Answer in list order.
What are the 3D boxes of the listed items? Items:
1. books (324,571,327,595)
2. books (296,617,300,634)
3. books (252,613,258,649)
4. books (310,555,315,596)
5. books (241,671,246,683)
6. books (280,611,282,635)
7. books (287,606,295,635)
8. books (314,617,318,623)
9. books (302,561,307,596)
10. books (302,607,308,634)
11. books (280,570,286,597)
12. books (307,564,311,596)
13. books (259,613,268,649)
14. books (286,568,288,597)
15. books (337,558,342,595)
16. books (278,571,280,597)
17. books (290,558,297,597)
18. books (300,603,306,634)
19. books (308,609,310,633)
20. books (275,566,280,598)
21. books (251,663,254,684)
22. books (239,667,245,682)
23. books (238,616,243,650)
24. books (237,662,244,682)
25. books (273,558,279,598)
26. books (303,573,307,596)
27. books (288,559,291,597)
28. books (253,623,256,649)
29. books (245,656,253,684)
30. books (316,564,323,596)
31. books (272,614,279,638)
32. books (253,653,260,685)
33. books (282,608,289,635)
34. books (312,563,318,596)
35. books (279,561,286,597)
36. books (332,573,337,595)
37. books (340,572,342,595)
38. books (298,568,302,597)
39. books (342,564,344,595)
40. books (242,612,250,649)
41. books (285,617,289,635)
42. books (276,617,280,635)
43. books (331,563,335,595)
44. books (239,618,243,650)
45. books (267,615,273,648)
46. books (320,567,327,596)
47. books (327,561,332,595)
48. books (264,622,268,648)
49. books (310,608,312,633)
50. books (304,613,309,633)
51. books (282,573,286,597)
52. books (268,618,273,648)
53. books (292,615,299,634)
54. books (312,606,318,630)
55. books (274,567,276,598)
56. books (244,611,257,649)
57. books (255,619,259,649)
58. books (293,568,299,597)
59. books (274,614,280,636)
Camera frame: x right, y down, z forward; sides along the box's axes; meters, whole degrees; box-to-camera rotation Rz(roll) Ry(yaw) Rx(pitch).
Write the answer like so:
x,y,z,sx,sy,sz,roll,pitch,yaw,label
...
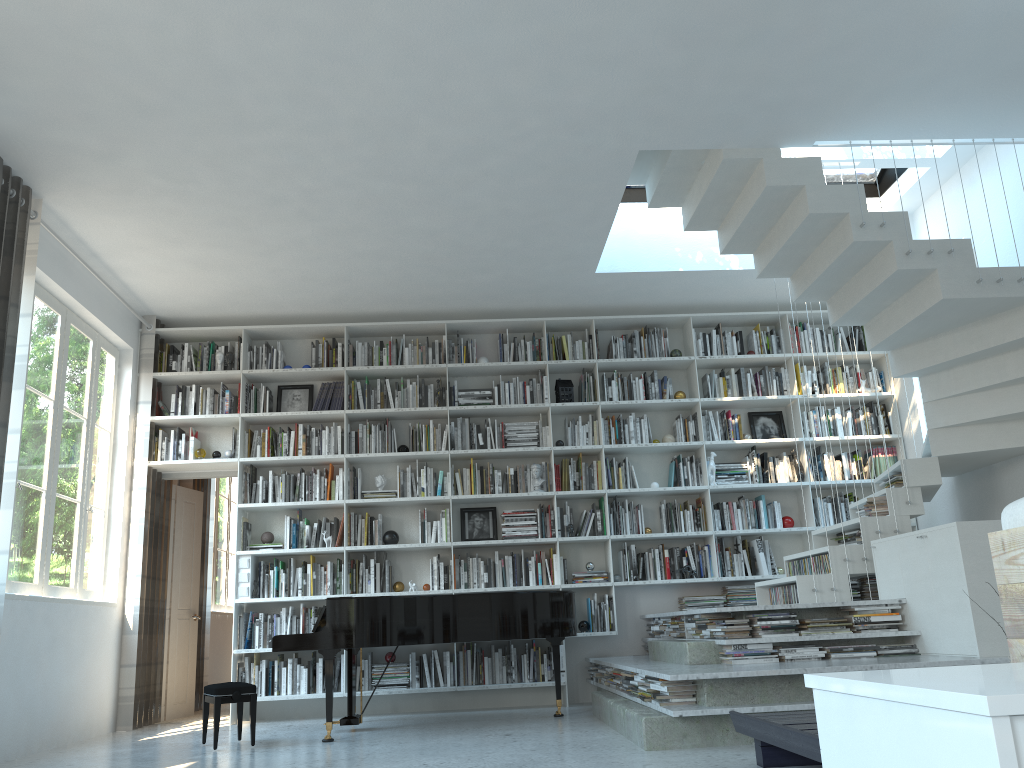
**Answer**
x,y,z,sx,sy,sz,roll,pitch,yaw,label
-1.478,1.597,7.072,0.023,0.193,0.140,-2,-15,-3,books
-1.672,1.947,6.966,0.028,0.224,0.134,-2,-15,-3,books
-2.014,1.935,6.953,0.010,0.273,0.150,-2,-15,-3,books
-1.583,1.534,7.068,0.021,0.322,0.172,-2,-15,-3,books
-2.053,2.307,6.825,0.029,0.190,0.177,-2,-15,-3,books
-1.802,1.930,6.972,0.013,0.273,0.146,-2,-15,-3,books
-1.737,1.905,6.956,0.039,0.306,0.173,-2,-15,-3,books
-1.513,1.944,6.967,0.059,0.215,0.178,-2,-15,-3,books
-1.652,1.556,7.060,0.014,0.281,0.150,-2,-15,-3,books
-1.626,1.908,6.965,0.012,0.294,0.177,-2,-15,-3,books
-1.809,1.590,7.035,0.015,0.218,0.190,-2,-15,-3,books
-1.603,1.569,7.061,0.026,0.253,0.177,-2,-15,-3,books
-1.947,1.932,6.941,0.029,0.265,0.172,-2,-15,-3,books
-1.779,1.591,7.067,0.016,0.230,0.136,-2,-15,-3,books
-1.375,1.543,7.068,0.014,0.285,0.180,-2,-15,-3,books
-1.841,1.601,7.057,0.016,0.210,0.146,-2,-15,-3,books
-1.737,1.547,7.058,0.012,0.305,0.190,-2,-15,-3,books
-1.639,1.892,6.960,0.014,0.324,0.171,-2,-15,-3,books
-1.586,1.918,6.986,0.013,0.283,0.139,-2,-15,-3,books
-1.853,1.577,7.030,0.009,0.244,0.185,-2,-15,-3,books
-1.992,2.284,6.857,0.024,0.246,0.143,-2,-15,-3,books
-2.081,2.303,6.852,0.023,0.215,0.159,-2,-15,-3,books
-2.116,1.948,6.945,0.012,0.253,0.161,-2,-15,-3,books
-2.099,2.285,6.856,0.012,0.253,0.161,-2,-15,-3,books
-1.877,1.548,7.053,0.006,0.314,0.146,-2,-15,-3,books
-1.628,1.602,7.040,0.029,0.181,0.190,-2,-15,-3,books
-1.752,1.548,7.045,0.019,0.299,0.180,-2,-15,-3,books
-1.995,1.971,6.945,0.024,0.197,0.148,-2,-15,-3,books
-2.027,2.260,6.854,0.044,0.293,0.182,-2,-15,-3,books
-1.529,1.567,7.059,0.028,0.248,0.159,-2,-15,-3,books
-1.851,1.932,6.940,0.013,0.256,0.190,-2,-15,-3,books
-1.976,2.248,6.864,0.011,0.317,0.158,-2,-15,-3,books
-1.782,1.915,6.969,0.027,0.298,0.142,-2,-15,-3,books
-1.557,1.561,7.054,0.028,0.260,0.181,-2,-15,-3,books
-1.821,1.556,7.037,0.007,0.285,0.182,-2,-15,-3,books
-1.401,1.599,7.071,0.041,0.181,0.142,-2,-15,-3,books
-1.356,1.599,7.088,0.023,0.186,0.130,-2,-15,-3,books
-1.672,1.582,7.053,0.027,0.229,0.159,-2,-15,-3,books
-1.339,1.566,7.070,0.010,0.239,0.175,-2,-15,-3,books
-2.075,1.928,6.922,0.011,0.276,0.190,-2,-15,-3,books
-1.761,1.947,6.964,0.012,0.232,0.149,-2,-15,-3,books
-1.820,1.947,6.947,0.028,0.228,0.158,-2,-15,-3,books
-1.430,1.563,7.080,0.013,0.259,0.143,-2,-15,-3,books
-2.094,1.951,6.931,0.029,0.238,0.155,-2,-15,-3,books
-1.897,1.946,6.967,0.022,0.247,0.134,-2,-15,-3,books
-1.503,1.580,7.072,0.025,0.228,0.153,-2,-15,-3,books
-1.446,1.555,7.062,0.021,0.264,0.186,-2,-15,-3,books
-1.919,1.969,6.955,0.025,0.199,0.137,-2,-15,-3,books
-1.568,1.911,6.976,0.022,0.290,0.138,-2,-15,-3,books
-1.606,1.932,6.979,0.029,0.254,0.153,-2,-15,-3,books
-1.792,1.602,7.028,0.016,0.188,0.184,-2,-15,-3,books
-1.870,1.948,6.932,0.028,0.222,0.189,-2,-15,-3,books
-1.702,1.943,6.970,0.031,0.238,0.132,-2,-15,-3,books
-1.551,1.904,6.974,0.013,0.300,0.173,-2,-15,-3,books
-1.865,1.582,7.042,0.014,0.242,0.171,-2,-15,-3,books
-2.044,1.926,6.933,0.052,0.282,0.173,-2,-15,-3,books
-1.971,1.953,6.928,0.022,0.220,0.188,-2,-15,-3,books
-1.708,1.588,7.067,0.045,0.229,0.138,-2,-15,-3,books
-1.839,1.933,6.936,0.010,0.252,0.178,-2,-15,-3,books
